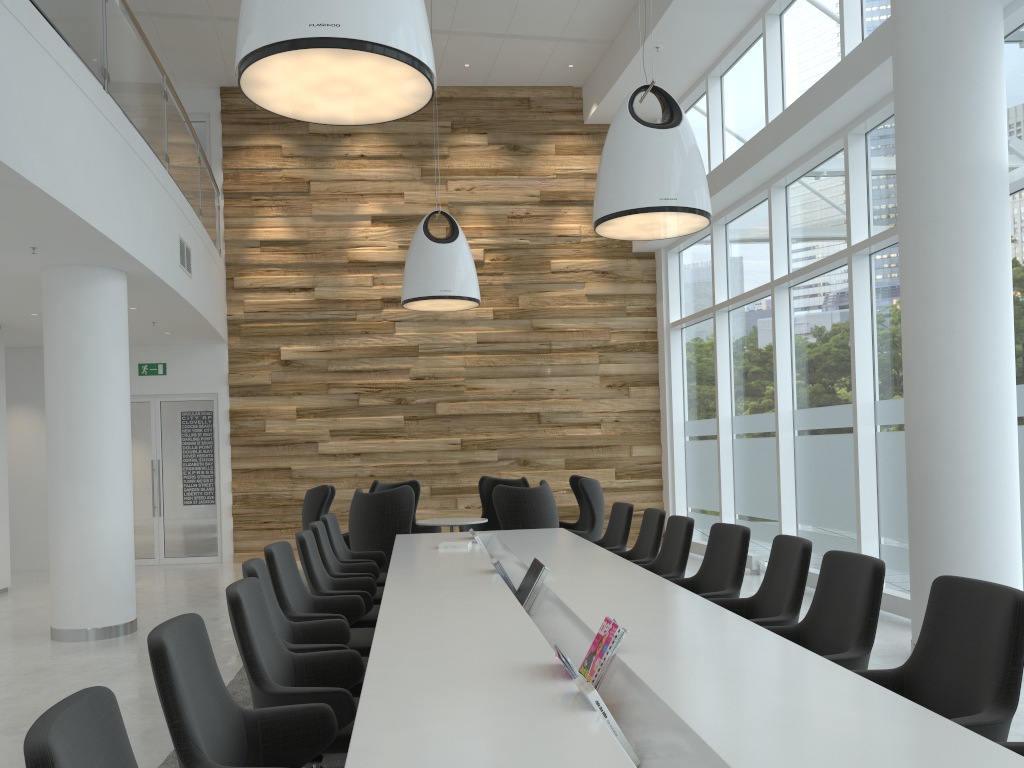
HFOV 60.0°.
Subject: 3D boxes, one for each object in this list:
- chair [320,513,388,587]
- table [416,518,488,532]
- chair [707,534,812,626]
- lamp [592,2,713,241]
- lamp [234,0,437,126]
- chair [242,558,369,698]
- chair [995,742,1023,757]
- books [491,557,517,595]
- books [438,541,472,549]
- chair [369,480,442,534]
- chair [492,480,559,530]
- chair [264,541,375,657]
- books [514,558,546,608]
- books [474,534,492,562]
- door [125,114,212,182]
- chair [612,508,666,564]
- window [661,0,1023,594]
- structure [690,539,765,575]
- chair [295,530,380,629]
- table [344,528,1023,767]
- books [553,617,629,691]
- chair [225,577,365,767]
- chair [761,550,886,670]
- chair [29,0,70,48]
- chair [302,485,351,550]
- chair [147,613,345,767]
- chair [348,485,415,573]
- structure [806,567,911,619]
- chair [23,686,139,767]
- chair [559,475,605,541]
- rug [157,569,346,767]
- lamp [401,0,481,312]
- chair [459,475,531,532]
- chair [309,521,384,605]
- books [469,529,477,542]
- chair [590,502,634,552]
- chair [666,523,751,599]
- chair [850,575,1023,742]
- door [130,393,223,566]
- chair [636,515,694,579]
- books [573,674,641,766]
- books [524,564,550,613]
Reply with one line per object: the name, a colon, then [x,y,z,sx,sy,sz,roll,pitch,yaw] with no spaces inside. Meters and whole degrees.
chair: [-1.262,1.559,7.350,0.674,0.965,0.686,-2,-2,-2]
table: [-0.655,1.859,9.814,0.800,0.695,0.800,-3,-3,18]
chair: [1.187,1.265,4.468,0.674,0.965,0.686,-2,-2,-2]
lamp: [0.986,-2.989,6.618,0.885,3.644,0.883,-2,-1,37]
lamp: [-0.834,-3.133,3.982,0.885,3.644,0.883,-2,-1,39]
chair: [-0.946,1.309,4.187,0.673,0.965,0.687,-1,-2,-12]
chair: [1.396,1.078,2.082,0.674,0.965,0.686,-2,-2,-2]
books: [-0.040,1.152,5.260,0.153,0.238,0.191,-2,-2,-6]
books: [-0.431,1.220,6.714,0.224,0.026,0.264,-2,-4,3]
chair: [-1.342,1.729,10.767,0.919,1.151,0.914,-4,-3,44]
chair: [0.035,1.543,8.880,0.919,1.151,0.914,-4,-3,44]
chair: [-1.052,1.372,4.965,0.674,0.965,0.686,-2,-2,-2]
books: [0.095,1.100,4.916,0.139,0.229,0.357,-2,-3,-7]
books: [-0.230,1.299,7.009,0.139,0.223,0.162,-2,-2,-6]
door: [-5.120,-2.606,12.522,1.805,2.399,0.132,-2,0,-4]
chair: [0.871,1.450,6.782,0.674,0.965,0.686,-2,-2,-7]
window: [-17.415,-0.534,7.335,63.003,6.134,30.837,-5,-5,33]
structure: [2.496,2.108,11.039,0.150,0.213,2.696,-1,-4,-11]
chair: [-1.074,1.430,5.729,0.674,0.965,0.686,-2,-2,-7]
table: [0.085,1.436,4.720,1.500,0.738,6.572,-1,-4,-6]
books: [0.272,0.974,2.999,0.231,0.275,0.598,-2,-4,14]
chair: [-0.781,1.249,3.464,0.674,0.965,0.686,-2,-2,-7]
chair: [1.209,1.206,3.704,0.674,0.965,0.686,-2,-2,-7]
chair: [-3.724,-2.511,6.482,0.913,1.151,0.919,-1,-2,-16]
chair: [-1.818,1.662,9.697,0.917,1.151,0.916,-1,-2,-16]
chair: [-0.736,1.186,2.650,0.674,0.965,0.686,-2,-2,-7]
chair: [-1.144,1.572,8.776,0.914,1.151,0.918,-2,-2,14]
structure: [3.000,1.856,7.918,0.150,0.213,2.696,-2,-4,-8]
chair: [-0.606,1.116,1.784,0.673,0.965,0.687,-1,-2,-12]
chair: [0.585,1.611,9.990,0.917,1.151,0.916,-1,-2,-16]
rug: [-0.094,1.836,5.038,3.938,0.010,13.480,-1,-4,-6]
lamp: [-0.841,-2.688,9.841,0.885,3.644,0.883,-2,-1,32]
chair: [-0.183,1.703,10.899,0.914,1.151,0.918,-2,-2,14]
chair: [-1.175,1.495,6.542,0.674,0.965,0.686,-2,-2,-7]
books: [-0.274,1.319,7.344,0.153,0.241,0.183,-2,-2,-6]
chair: [0.741,1.520,7.649,0.673,0.965,0.687,-1,-2,-12]
chair: [1.080,1.327,5.246,0.673,0.965,0.687,-1,-2,-12]
chair: [1.310,1.142,2.891,0.674,0.965,0.686,-2,-2,-7]
door: [-4.999,1.352,12.496,1.805,2.399,0.132,-2,0,-4]
chair: [0.916,1.387,5.968,0.674,0.965,0.686,-2,-2,-7]
books: [0.264,0.946,2.500,0.143,0.226,0.204,-2,-2,-7]
books: [0.109,1.119,4.937,0.158,0.241,0.353,-2,-3,-7]
